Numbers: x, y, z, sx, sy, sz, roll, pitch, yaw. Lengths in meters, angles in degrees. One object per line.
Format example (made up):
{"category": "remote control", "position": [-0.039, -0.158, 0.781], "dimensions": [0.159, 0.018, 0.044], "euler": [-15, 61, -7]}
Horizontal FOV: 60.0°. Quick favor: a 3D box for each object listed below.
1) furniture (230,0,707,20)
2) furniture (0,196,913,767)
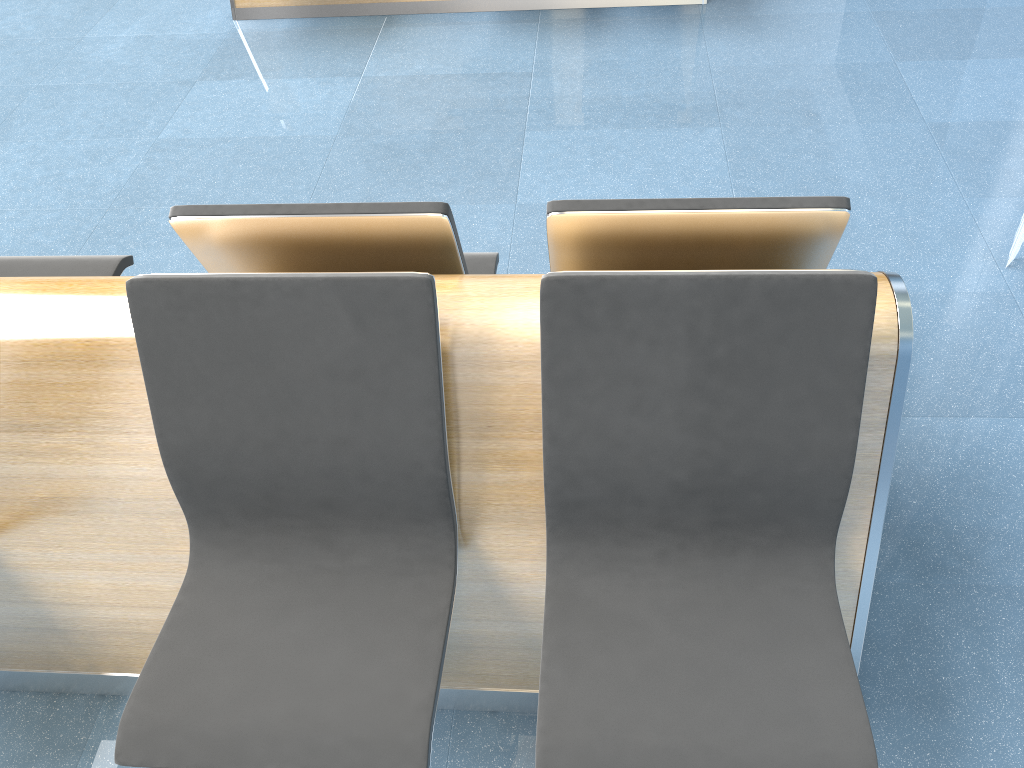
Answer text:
{"category": "furniture", "position": [-0.233, -2.346, 4.166], "dimensions": [2.281, 0.896, 1.301], "euler": [0, 45, 6]}
{"category": "furniture", "position": [-0.484, 0.079, 1.767], "dimensions": [2.281, 0.896, 1.301], "euler": [0, 45, 6]}
